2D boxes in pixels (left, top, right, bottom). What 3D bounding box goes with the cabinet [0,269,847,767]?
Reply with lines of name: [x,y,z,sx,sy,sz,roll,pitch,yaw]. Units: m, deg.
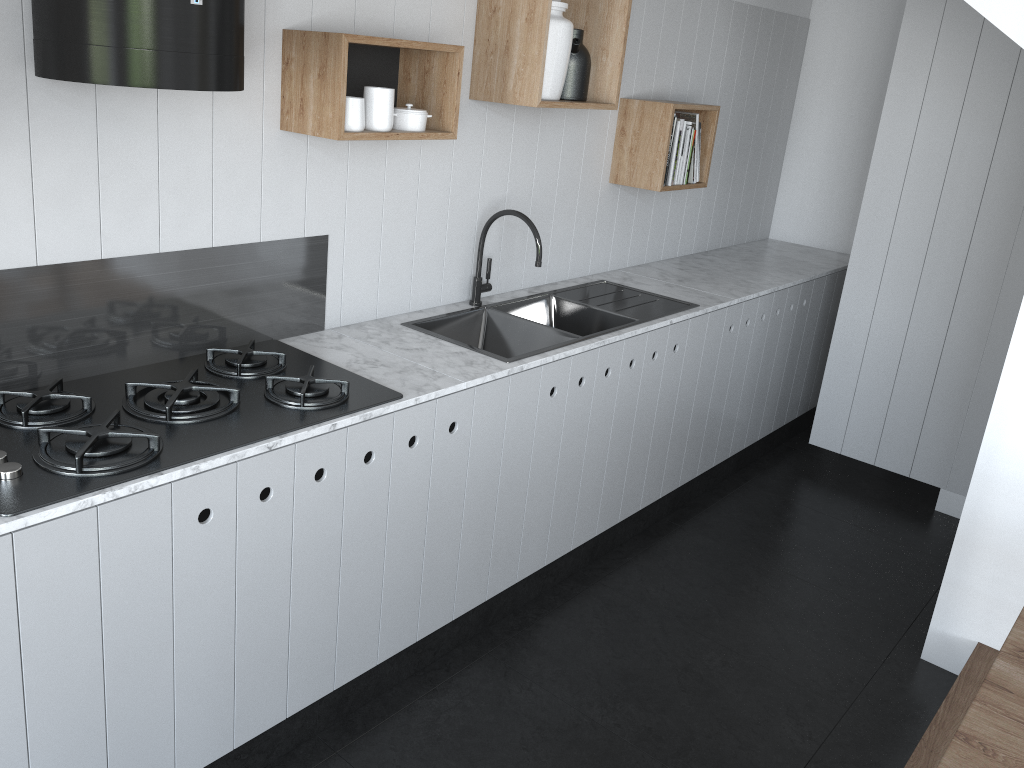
cabinet: [-0.046,0.326,2.647,0.010,0.737,5.990,19,24,36]

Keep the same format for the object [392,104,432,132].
object: [-0.295,-0.762,2.518,0.110,0.072,0.128,11,20,16]

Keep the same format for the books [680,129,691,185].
books: [0.663,-0.956,3.687,0.148,0.223,0.011,20,22,37]

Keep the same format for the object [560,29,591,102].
object: [0.200,-1.105,3.059,0.158,0.233,0.156,19,22,34]

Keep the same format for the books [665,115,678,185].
books: [0.556,-0.973,3.627,0.235,0.277,0.010,20,22,37]

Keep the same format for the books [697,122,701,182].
books: [0.732,-0.992,3.756,0.147,0.245,0.074,20,22,37]

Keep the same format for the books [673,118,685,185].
books: [0.618,-0.969,3.658,0.166,0.260,0.024,20,22,37]

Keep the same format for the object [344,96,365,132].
object: [-0.427,-0.709,2.323,0.082,0.087,0.085,1,19,-14]

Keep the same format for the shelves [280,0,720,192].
shelves: [-0.313,-0.887,2.483,0.311,0.786,3.501,19,24,36]

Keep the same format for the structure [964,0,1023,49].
structure: [2.524,-0.198,2.467,3.734,2.596,1.033,20,23,37]

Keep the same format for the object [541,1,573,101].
object: [0.078,-1.090,2.890,0.231,0.297,0.229,9,19,11]

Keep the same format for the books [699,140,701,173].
books: [0.738,-0.986,3.772,0.148,0.219,0.068,20,22,37]

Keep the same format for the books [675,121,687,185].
books: [0.631,-0.970,3.672,0.168,0.254,0.014,20,22,37]

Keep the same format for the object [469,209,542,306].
object: [-0.005,-0.417,3.048,0.300,0.369,0.088,20,22,37]

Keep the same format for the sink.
sink: [0.175,-0.173,3.155,0.469,0.164,1.152,20,25,36]

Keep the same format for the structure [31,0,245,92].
structure: [-0.736,-1.045,1.743,0.413,0.857,0.421,5,18,-4]

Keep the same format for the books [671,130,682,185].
books: [0.612,-0.940,3.641,0.158,0.217,0.018,20,22,37]

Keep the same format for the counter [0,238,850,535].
counter: [-0.227,-0.119,2.709,0.600,0.020,5.994,20,25,36]

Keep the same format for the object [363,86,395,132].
object: [-0.362,-0.742,2.391,0.088,0.114,0.084,20,23,37]

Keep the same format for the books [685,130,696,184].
books: [0.688,-0.960,3.709,0.148,0.220,0.014,20,22,37]

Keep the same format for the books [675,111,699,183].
books: [0.713,-1.004,3.742,0.162,0.286,0.095,20,22,37]

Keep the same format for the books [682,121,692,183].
books: [0.667,-0.973,3.694,0.147,0.251,0.010,20,22,37]

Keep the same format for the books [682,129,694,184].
books: [0.678,-0.959,3.702,0.148,0.225,0.011,20,22,37]

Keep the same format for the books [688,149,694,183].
books: [0.705,-0.968,3.748,0.148,0.219,0.068,20,22,37]

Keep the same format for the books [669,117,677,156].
books: [0.554,-0.968,3.614,0.227,0.278,0.012,20,22,37]

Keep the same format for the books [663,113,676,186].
books: [0.550,-0.964,3.595,0.213,0.282,0.021,20,22,37]

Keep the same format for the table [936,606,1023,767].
table: [1.447,1.101,0.792,2.115,0.740,0.916,20,24,37]

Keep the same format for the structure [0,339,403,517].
structure: [-0.788,0.032,2.055,0.574,0.047,0.962,20,25,36]

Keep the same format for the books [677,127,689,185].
books: [0.649,-0.959,3.681,0.155,0.231,0.015,20,22,37]

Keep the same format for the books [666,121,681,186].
books: [0.597,-0.951,3.612,0.168,0.254,0.014,20,22,37]
